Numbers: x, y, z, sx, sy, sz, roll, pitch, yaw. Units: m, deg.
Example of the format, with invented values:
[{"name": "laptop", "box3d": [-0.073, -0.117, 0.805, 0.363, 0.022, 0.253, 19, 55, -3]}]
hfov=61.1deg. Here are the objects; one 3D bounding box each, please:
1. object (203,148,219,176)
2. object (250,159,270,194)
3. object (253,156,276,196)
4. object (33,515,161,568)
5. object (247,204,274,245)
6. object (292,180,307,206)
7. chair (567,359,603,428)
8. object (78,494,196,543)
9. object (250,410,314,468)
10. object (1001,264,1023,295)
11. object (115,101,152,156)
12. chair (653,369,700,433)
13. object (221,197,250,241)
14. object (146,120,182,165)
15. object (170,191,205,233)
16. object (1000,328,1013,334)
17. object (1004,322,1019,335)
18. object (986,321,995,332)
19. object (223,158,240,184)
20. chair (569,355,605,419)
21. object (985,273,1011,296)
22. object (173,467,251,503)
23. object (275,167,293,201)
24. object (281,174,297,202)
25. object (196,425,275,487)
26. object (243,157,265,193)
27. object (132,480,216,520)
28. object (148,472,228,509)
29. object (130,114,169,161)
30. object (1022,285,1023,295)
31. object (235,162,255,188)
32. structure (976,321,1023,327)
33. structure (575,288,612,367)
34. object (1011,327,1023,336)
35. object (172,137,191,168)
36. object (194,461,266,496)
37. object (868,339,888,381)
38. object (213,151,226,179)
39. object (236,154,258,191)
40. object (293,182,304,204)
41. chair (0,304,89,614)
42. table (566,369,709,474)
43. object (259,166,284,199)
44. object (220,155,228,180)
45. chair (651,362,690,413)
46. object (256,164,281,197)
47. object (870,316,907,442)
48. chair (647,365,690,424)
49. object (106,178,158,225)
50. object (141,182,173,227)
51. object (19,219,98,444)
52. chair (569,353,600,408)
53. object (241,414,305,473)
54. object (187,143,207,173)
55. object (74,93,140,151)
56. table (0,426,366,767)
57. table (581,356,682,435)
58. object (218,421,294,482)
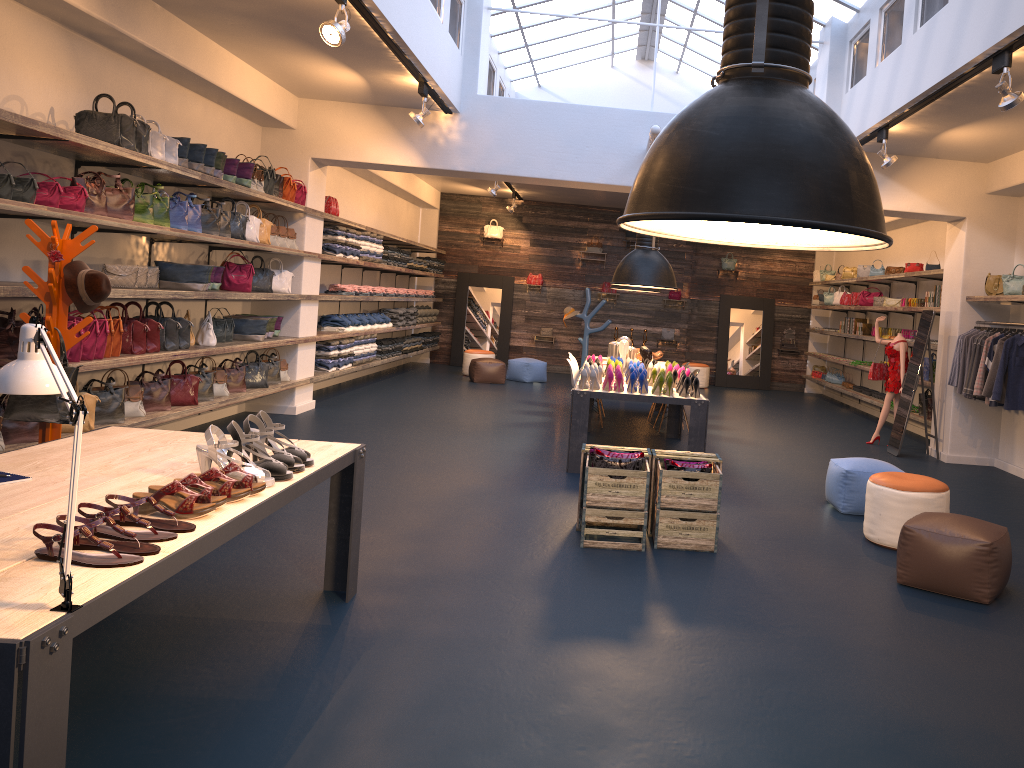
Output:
[{"name": "object", "box3d": [-2.651, -1.853, 7.183, 0.427, 0.231, 0.174, 4, 3, -8]}, {"name": "object", "box3d": [-2.513, -2.027, 8.480, 0.298, 0.352, 0.134, 4, 2, -5]}, {"name": "object", "box3d": [-2.496, -2.068, 8.619, 0.298, 0.409, 0.134, 4, 2, -5]}, {"name": "object", "box3d": [-1.114, 0.417, 2.345, 0.279, 0.090, 0.215, 5, 5, 0]}, {"name": "object", "box3d": [-2.554, -1.579, 8.571, 0.178, 0.385, 0.460, 6, 4, 40]}, {"name": "object", "box3d": [-2.405, -2.105, 9.537, 0.267, 0.310, 0.202, 2, 4, -37]}, {"name": "chair", "box3d": [0.926, 0.106, 10.851, 0.547, 0.800, 0.465, 5, 2, 0]}, {"name": "object", "box3d": [-1.106, 0.394, 2.582, 0.279, 0.090, 0.225, 5, 5, 4]}, {"name": "object", "box3d": [-0.970, 0.229, 3.665, 0.281, 0.223, 0.118, 4, 2, -2]}, {"name": "object", "box3d": [5.518, -1.124, 9.454, 0.340, 0.366, 0.190, 7, 3, 38]}, {"name": "object", "box3d": [-2.807, -1.837, 6.224, 0.427, 0.385, 0.192, 5, 2, -1]}, {"name": "chair", "box3d": [2.062, 0.196, 10.899, 0.556, 0.800, 0.458, 4, 2, -6]}, {"name": "object", "box3d": [-2.616, -1.524, 7.978, 0.178, 0.385, 0.460, 6, 4, 40]}, {"name": "object", "box3d": [-2.747, -1.849, 6.642, 0.432, 0.331, 0.190, 4, 2, -6]}, {"name": "object", "box3d": [-2.710, -1.422, 7.177, 0.200, 0.338, 0.406, 7, 4, 40]}, {"name": "object", "box3d": [5.318, -0.557, 9.324, 0.434, 0.219, 0.010, 4, 1, -3]}, {"name": "object", "box3d": [5.306, -0.546, 9.202, 0.434, 0.219, 0.010, 4, 1, -3]}, {"name": "object", "box3d": [5.347, -0.592, 9.699, 0.434, 0.219, 0.010, 4, 1, -3]}, {"name": "object", "box3d": [-2.645, -1.906, 7.734, 0.424, 0.235, 0.175, 4, 3, -6]}, {"name": "chair", "box3d": [1.001, 0.044, 11.518, 0.534, 0.800, 0.476, 5, 2, 9]}, {"name": "object", "box3d": [5.502, -1.112, 9.803, 0.298, 0.283, 0.218, 7, 4, 30]}, {"name": "object", "box3d": [-1.037, 0.344, 3.001, 0.265, 0.117, 0.098, 4, 3, -10]}, {"name": "object", "box3d": [-2.464, -2.107, 9.134, 0.273, 0.384, 0.209, 2, 3, -40]}, {"name": "object", "box3d": [-2.451, -2.093, 9.267, 0.273, 0.330, 0.209, 2, 4, -40]}, {"name": "object", "box3d": [-1.027, 0.269, 3.234, 0.289, 0.223, 0.115, 4, 2, -11]}, {"name": "object", "box3d": [-2.535, -2.008, 8.306, 0.344, 0.334, 0.169, 5, 2, 10]}, {"name": "object", "box3d": [-1.080, 0.364, 2.771, 0.264, 0.117, 0.098, 4, 3, -8]}, {"name": "object", "box3d": [-1.072, 0.352, 2.891, 0.253, 0.117, 0.103, 5, 3, 7]}, {"name": "object", "box3d": [-2.768, -1.830, 6.438, 0.435, 0.331, 0.188, 4, 2, -8]}, {"name": "object", "box3d": [5.449, -1.045, 9.064, 0.234, 0.283, 0.390, 6, 4, 20]}, {"name": "object", "box3d": [-2.563, -1.920, 7.937, 0.417, 0.235, 0.178, 5, 3, 1]}, {"name": "structure", "box3d": [4.927, -0.313, 5.764, 0.039, 0.038, 8.759, 5, 6, 6]}, {"name": "structure", "box3d": [1.495, -0.977, 16.987, 0.906, 1.804, 0.184, 6, 2, 26]}, {"name": "object", "box3d": [5.276, -0.527, 9.017, 0.434, 0.219, 0.010, 4, 1, -3]}, {"name": "object", "box3d": [-2.691, -1.825, 6.821, 0.321, 0.244, 0.192, 6, 3, 19]}, {"name": "object", "box3d": [-1.011, 0.334, 3.118, 0.256, 0.117, 0.101, 5, 3, 3]}, {"name": "object", "box3d": [4.818, -0.320, 11.349, 0.340, 0.552, 0.084, 3, 2, -26]}, {"name": "object", "box3d": [-2.656, -1.870, 7.370, 0.424, 0.235, 0.175, 4, 3, -6]}, {"name": "object", "box3d": [-2.553, -1.992, 8.141, 0.344, 0.334, 0.169, 5, 2, 10]}, {"name": "object", "box3d": [-2.404, -2.076, 9.435, 0.242, 0.283, 0.320, 7, 4, 38]}, {"name": "chair", "box3d": [-1.122, 0.182, 2.144, 0.514, 0.744, 0.179, 7, 3, 39]}, {"name": "table", "box3d": [1.265, 0.351, 9.016, 1.234, 0.738, 2.551, 5, 5, 4]}, {"name": "object", "box3d": [-2.539, -2.084, 8.987, 0.370, 0.338, 0.220, 5, 3, 6]}, {"name": "object", "box3d": [-2.696, -1.893, 7.557, 0.419, 0.235, 0.177, 5, 3, -1]}, {"name": "chair", "box3d": [2.208, 0.071, 12.238, 0.543, 0.800, 0.468, 5, 2, 2]}, {"name": "object", "box3d": [-2.538, -2.063, 8.796, 0.263, 0.337, 0.316, 7, 4, 44]}, {"name": "object", "box3d": [4.879, -0.030, 11.105, 0.364, 1.661, 0.707, 4, 2, -18]}, {"name": "chair", "box3d": [2.072, 0.128, 11.571, 0.547, 0.800, 0.465, 5, 2, 0]}, {"name": "object", "box3d": [-2.794, -1.340, 6.380, 0.182, 0.322, 0.408, 7, 4, 41]}, {"name": "object", "box3d": [-2.768, -1.373, 6.649, 0.200, 0.338, 0.406, 7, 4, 40]}, {"name": "object", "box3d": [-2.521, -0.026, 4.770, 0.416, 1.726, 0.474, 5, 2, 28]}, {"name": "chair", "box3d": [1.034, -0.022, 12.191, 0.547, 0.800, 0.465, 5, 2, 0]}, {"name": "object", "box3d": [-0.979, 0.242, 3.532, 0.280, 0.223, 0.119, 5, 2, -1]}, {"name": "object", "box3d": [-2.670, -1.837, 7.011, 0.417, 0.231, 0.178, 5, 3, 1]}, {"name": "object", "box3d": [-2.810, -1.819, 6.030, 0.435, 0.385, 0.189, 4, 2, -7]}, {"name": "table", "box3d": [-1.501, 0.734, 3.007, 1.234, 0.738, 2.551, 5, 5, 4]}, {"name": "table", "box3d": [1.545, 0.114, 11.563, 1.234, 0.738, 2.551, 5, 5, 4]}, {"name": "object", "box3d": [-0.991, 0.257, 3.374, 0.289, 0.223, 0.115, 4, 2, -12]}]
